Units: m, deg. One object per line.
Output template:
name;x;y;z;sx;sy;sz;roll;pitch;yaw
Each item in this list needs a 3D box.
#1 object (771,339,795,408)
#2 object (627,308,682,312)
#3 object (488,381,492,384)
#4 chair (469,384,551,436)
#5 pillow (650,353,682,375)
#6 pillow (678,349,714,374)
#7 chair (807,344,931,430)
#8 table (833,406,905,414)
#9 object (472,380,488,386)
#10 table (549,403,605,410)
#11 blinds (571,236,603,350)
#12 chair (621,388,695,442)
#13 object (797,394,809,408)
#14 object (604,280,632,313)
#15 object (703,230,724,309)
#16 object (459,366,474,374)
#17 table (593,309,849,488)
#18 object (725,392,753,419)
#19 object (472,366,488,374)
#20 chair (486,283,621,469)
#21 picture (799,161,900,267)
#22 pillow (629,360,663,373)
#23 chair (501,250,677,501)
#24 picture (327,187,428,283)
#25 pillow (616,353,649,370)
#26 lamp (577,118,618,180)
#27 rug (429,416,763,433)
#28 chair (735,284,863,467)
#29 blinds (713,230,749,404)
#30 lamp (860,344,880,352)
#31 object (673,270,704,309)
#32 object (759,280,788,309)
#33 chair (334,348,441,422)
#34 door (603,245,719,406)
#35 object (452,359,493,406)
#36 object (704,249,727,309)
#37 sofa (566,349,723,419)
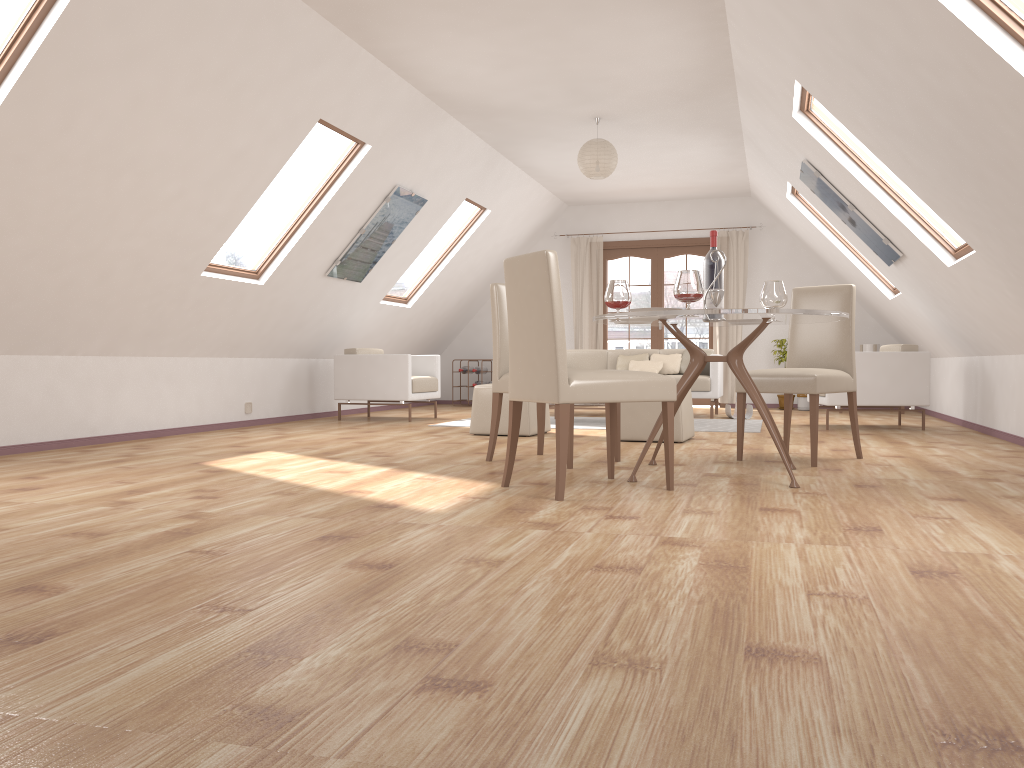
object;3.245;-0.125;10.562;0.311;0.846;0.307;0;1;9
object;0.653;-0.333;4.076;0.228;0.020;0.228;-1;1;-28
object;-0.249;0.013;11.470;0.109;0.109;0.435;0;1;16
chair;-0.007;0.188;6.888;0.506;0.394;0.506;0;1;21
pillow;1.614;-0.211;9.386;0.351;0.225;0.196;0;1;22
pillow;1.904;-0.243;9.254;0.269;0.276;0.424;-1;1;-24
chair;2.989;0.017;7.525;0.820;0.706;0.748;0;1;6
table;4.009;0.119;10.011;0.730;0.390;0.773;0;1;15
object;-0.427;0.008;11.523;0.109;0.109;0.435;0;1;16
table;0.891;0.264;8.181;1.173;0.190;0.730;0;1;16
blinds;0.967;-0.827;11.420;0.423;2.130;0.120;0;1;14
chair;1.018;0.198;6.333;0.506;0.394;0.506;0;1;21
object;3.396;0.066;10.262;0.234;0.480;0.209;0;1;-17
object;0.525;-0.421;4.390;0.136;0.183;0.136;0;1;-5
object;1.010;-0.550;4.442;0.109;0.435;0.109;0;1;12
object;-0.606;-0.181;11.568;0.110;0.110;0.439;0;1;16
table;0.994;0.057;4.306;1.198;0.770;1.198;1;2;37
object;2.262;0.208;8.844;0.212;0.267;0.315;0;1;4
object;-0.429;-0.177;11.521;0.109;0.109;0.435;0;1;16
chair;0.226;-0.068;4.927;0.618;0.999;0.477;1;2;41
picture;2.568;-1.290;6.794;0.683;0.738;0.650;0;1;16
pillow;1.392;-0.167;9.301;0.363;0.170;0.227;0;1;22
chair;0.318;-0.044;3.834;0.618;0.999;0.477;-1;1;-29
picture;-1.186;-1.308;7.904;0.683;0.738;0.650;0;1;16
pillow;1.289;-0.214;9.487;0.351;0.235;0.185;0;1;20
lamp;0.718;-1.977;7.440;0.340;0.497;0.340;-1;2;-34
rug;0.835;0.356;8.130;2.800;0.007;1.600;0;1;16
chair;1.628;-0.072;5.000;0.477;0.999;0.618;1;2;44
blinds;2.681;-0.820;10.873;0.424;2.129;0.123;0;1;11
lamp;4.102;-0.267;10.144;0.180;0.375;0.221;-1;2;-40
object;0.786;-0.411;3.943;0.136;0.183;0.136;0;1;-5
object;1.307;-0.423;4.435;0.136;0.183;0.136;1;2;43
chair;-1.214;-0.004;8.780;0.820;0.706;0.748;0;1;19
door;1.844;-0.731;11.259;1.546;2.001;0.098;0;1;16
object;-0.324;-0.016;11.536;0.854;0.608;0.417;0;1;16
object;0.991;-0.489;4.293;0.086;0.322;0.096;-1;1;-21
sofa;1.251;-0.021;9.394;1.880;0.706;0.820;0;1;16
